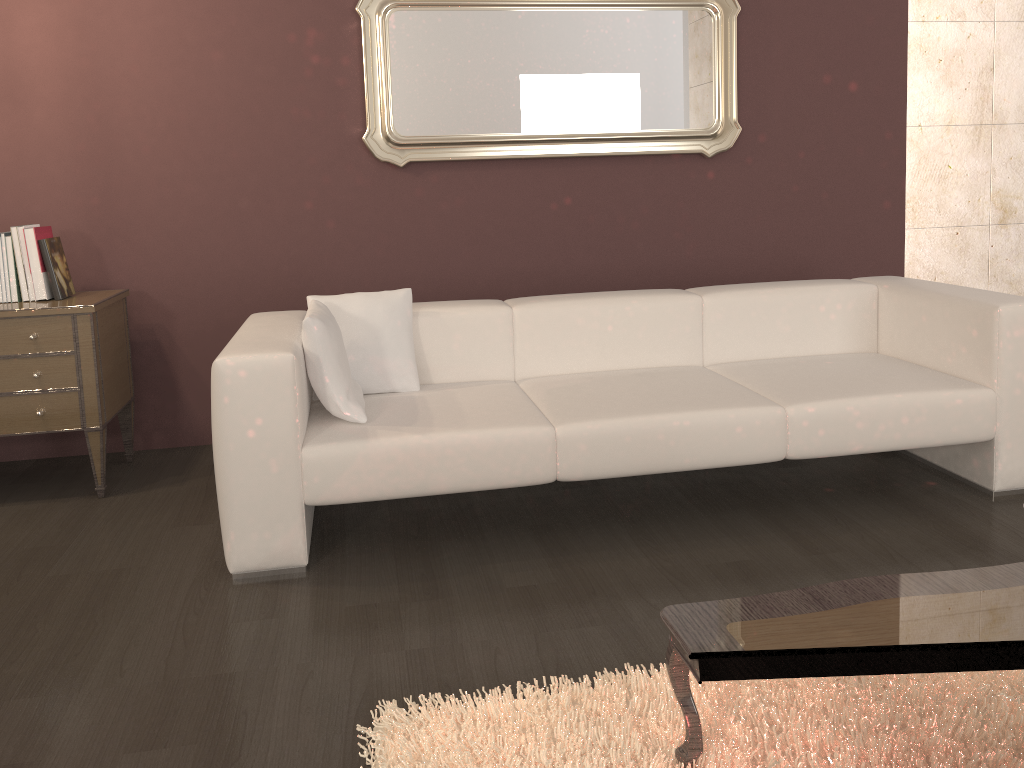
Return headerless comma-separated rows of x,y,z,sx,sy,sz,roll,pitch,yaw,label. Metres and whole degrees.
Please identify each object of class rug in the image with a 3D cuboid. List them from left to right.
0.773,0.776,1.318,1.999,0.066,1.536,-4,13,-10,rug

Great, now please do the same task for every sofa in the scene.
0.425,0.033,3.187,2.785,0.641,0.960,-4,11,-10,sofa

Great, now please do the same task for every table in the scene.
0.780,0.628,1.320,0.915,0.298,0.920,-4,13,-11,table

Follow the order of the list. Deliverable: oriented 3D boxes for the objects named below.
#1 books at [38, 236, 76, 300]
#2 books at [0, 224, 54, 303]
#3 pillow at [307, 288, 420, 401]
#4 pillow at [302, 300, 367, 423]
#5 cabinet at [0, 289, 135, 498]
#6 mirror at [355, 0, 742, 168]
-1.771,-0.452,3.428,0.068,0.234,0.175,-3,9,-10,books
-1.874,-0.471,3.411,0.178,0.285,0.207,-3,9,-10,books
-0.529,-0.146,3.135,0.377,0.356,0.171,-4,8,-12,pillow
-0.578,-0.079,2.855,0.186,0.353,0.382,-4,10,-11,pillow
-2.293,0.074,3.333,1.529,0.720,0.540,-4,9,-10,cabinet
0.205,-1.420,4.007,1.784,0.813,0.047,-4,7,-10,mirror
